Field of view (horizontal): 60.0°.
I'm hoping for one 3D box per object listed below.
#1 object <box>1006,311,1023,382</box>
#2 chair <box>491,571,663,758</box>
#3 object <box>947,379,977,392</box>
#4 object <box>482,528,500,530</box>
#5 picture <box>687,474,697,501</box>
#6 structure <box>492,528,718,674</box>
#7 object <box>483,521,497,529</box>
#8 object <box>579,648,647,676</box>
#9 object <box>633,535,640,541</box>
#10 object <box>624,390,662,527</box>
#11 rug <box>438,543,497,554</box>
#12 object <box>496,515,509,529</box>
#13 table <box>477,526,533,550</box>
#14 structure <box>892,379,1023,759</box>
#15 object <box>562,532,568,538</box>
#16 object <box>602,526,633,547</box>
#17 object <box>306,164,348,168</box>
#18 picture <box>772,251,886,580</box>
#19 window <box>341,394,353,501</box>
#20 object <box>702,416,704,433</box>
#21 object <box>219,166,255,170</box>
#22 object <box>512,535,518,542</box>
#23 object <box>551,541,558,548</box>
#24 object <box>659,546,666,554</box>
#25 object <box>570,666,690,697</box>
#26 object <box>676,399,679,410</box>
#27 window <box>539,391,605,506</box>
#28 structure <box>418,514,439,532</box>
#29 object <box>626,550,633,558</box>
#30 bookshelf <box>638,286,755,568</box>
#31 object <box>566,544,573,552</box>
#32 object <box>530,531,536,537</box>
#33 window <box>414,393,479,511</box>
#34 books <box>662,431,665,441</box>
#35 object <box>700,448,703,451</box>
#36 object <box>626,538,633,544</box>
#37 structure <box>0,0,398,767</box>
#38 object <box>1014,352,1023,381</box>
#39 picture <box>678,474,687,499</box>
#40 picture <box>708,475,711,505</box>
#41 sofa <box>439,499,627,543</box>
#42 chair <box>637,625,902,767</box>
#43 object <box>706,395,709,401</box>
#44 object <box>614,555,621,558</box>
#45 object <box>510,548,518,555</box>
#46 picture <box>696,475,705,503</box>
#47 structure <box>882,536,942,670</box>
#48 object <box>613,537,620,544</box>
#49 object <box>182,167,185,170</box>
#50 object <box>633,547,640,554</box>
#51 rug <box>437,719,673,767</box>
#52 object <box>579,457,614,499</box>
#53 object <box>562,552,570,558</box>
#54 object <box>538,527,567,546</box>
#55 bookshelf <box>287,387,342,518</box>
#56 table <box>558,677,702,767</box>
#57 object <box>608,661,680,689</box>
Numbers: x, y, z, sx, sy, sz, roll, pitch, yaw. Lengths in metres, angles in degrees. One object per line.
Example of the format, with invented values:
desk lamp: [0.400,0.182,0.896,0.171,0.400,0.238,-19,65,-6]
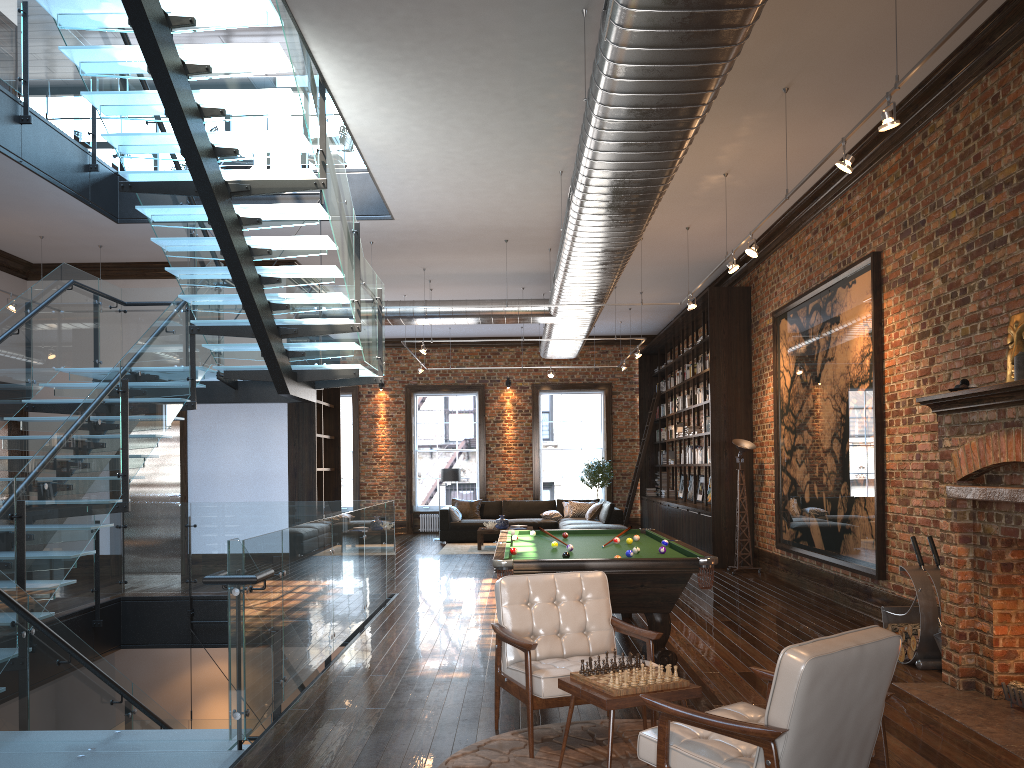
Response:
object: [3.307,-0.198,5.768,0.125,0.535,0.410,-1,-2,0]
chair: [0.337,1.481,4.779,0.768,0.864,0.744,0,-3,-20]
object: [2.941,0.017,5.726,0.237,0.105,0.237,-2,-5,11]
object: [-0.387,2.622,16.016,0.267,0.018,0.202,-3,-6,24]
picture: [3.402,1.958,16.758,0.112,0.497,0.509,-1,-3,0]
structure: [0.650,1.736,7.449,1.552,0.849,2.968,-1,-5,0]
object: [-0.378,2.552,16.027,0.219,0.159,0.218,-4,-5,42]
object: [0.470,1.281,4.112,0.334,0.101,0.076,2,-3,-25]
object: [1.115,1.378,7.934,0.057,0.057,0.057,2,-4,-44]
object: [2.723,1.689,18.889,0.897,3.071,0.496,-1,-1,0]
rug: [-0.258,2.987,16.131,2.021,0.003,2.122,-1,-5,0]
object: [-0.181,2.520,16.191,0.216,0.250,0.215,-2,-3,33]
table: [-0.112,2.824,16.258,1.000,0.344,1.004,-1,-5,0]
structure: [2.941,0.951,4.987,0.887,1.903,2.006,-1,-3,0]
object: [0.501,1.424,8.337,0.057,0.057,0.057,2,-4,-41]
object: [0.974,1.389,8.121,0.028,0.072,1.611,-1,-5,16]
object: [-2.297,-2.822,11.340,0.540,0.767,0.521,-1,-2,10]
picture: [3.360,0.438,9.682,0.080,2.995,3.212,-1,-3,0]
window: [-4.349,1.605,20.393,1.520,2.748,0.155,-1,-1,0]
object: [3.171,0.667,14.617,0.069,0.288,0.117,-1,-1,-7]
object: [-3.604,-2.805,11.355,0.540,0.767,0.521,1,-2,-30]
object: [0.028,1.402,8.043,0.057,0.057,0.057,-1,-3,-1]
object: [0.353,1.331,7.337,0.057,0.057,0.057,-3,-4,37]
object: [1.147,1.267,6.759,0.057,0.057,0.057,-2,-3,22]
object: [0.524,1.331,3.993,0.388,0.028,0.389,2,-6,-25]
object: [3.199,0.414,17.106,0.075,0.254,0.087,-1,-1,-10]
window: [1.370,1.533,20.354,1.520,2.748,0.155,-1,-1,0]
structure: [-1.475,3.139,20.079,1.301,0.395,0.216,-1,-2,0]
object: [0.864,1.247,6.516,0.057,0.057,0.057,-1,-3,5]
bookshelf: [3.144,0.964,16.285,0.600,3.988,7.436,-1,-4,0]
object: [0.460,1.302,7.041,0.057,0.057,0.057,1,-3,-29]
object: [0.203,1.453,8.610,0.057,0.057,0.057,-1,-3,1]
window: [-1.491,1.569,20.374,1.520,2.748,0.155,-1,-1,0]
books: [3.324,1.108,18.986,0.231,0.224,0.024,-1,-1,0]
object: [3.338,1.240,15.345,0.166,0.282,0.015,-1,-1,0]
object: [1.008,1.349,7.611,0.057,0.057,0.057,-1,-3,1]
structure: [-3.012,0.387,6.904,3.576,14.468,7.060,-1,-1,0]
object: [3.191,-0.078,5.516,0.118,0.249,0.118,1,-2,-42]
picture: [3.409,2.050,17.740,0.112,0.497,0.509,-1,-3,0]
picture: [3.390,1.796,15.042,0.112,0.497,0.509,-1,-3,0]
sofa: [0.319,2.641,16.792,3.500,0.802,3.463,-1,-5,0]
chair: [0.968,1.339,3.349,0.769,0.864,0.743,2,-3,-39]
object: [3.286,0.238,14.639,0.096,0.136,0.236,0,-4,-16]
object: [0.730,1.212,6.122,0.057,0.057,0.057,-2,-3,18]
object: [0.014,1.287,6.825,0.057,0.057,0.057,2,-4,-43]
picture: [3.396,1.878,15.915,0.112,0.497,0.509,-1,-3,0]
structure: [3.094,1.569,6.409,0.538,0.917,0.930,-1,-3,1]
object: [0.906,1.356,7.669,0.057,0.057,0.057,1,-4,-35]
object: [-5.778,-2.935,15.475,0.812,1.861,0.802,0,-2,-41]
object: [0.951,1.271,6.777,0.057,0.057,0.057,-3,-4,39]
rug: [0.600,1.834,4.099,1.969,0.015,1.978,-1,-5,2]
object: [1.872,2.541,19.683,0.812,1.861,0.802,-1,-1,9]
object: [0.392,1.245,6.426,0.057,0.057,0.057,-1,-3,5]
object: [0.378,1.397,8.125,0.028,0.072,1.612,-1,-5,-8]
bookshelf: [-2.967,1.012,13.441,0.400,3.510,1.786,-1,-2,0]
table: [0.523,1.587,3.984,0.516,0.494,0.464,1,-3,-25]
object: [0.577,1.257,3.876,0.334,0.101,0.076,2,-3,-25]
